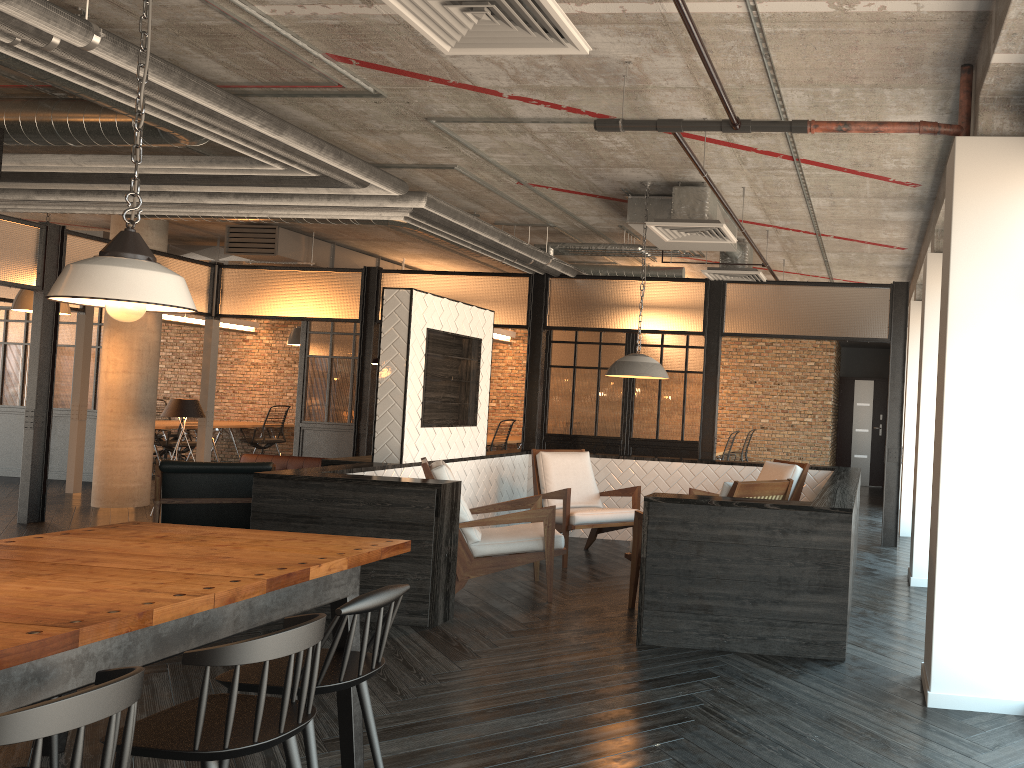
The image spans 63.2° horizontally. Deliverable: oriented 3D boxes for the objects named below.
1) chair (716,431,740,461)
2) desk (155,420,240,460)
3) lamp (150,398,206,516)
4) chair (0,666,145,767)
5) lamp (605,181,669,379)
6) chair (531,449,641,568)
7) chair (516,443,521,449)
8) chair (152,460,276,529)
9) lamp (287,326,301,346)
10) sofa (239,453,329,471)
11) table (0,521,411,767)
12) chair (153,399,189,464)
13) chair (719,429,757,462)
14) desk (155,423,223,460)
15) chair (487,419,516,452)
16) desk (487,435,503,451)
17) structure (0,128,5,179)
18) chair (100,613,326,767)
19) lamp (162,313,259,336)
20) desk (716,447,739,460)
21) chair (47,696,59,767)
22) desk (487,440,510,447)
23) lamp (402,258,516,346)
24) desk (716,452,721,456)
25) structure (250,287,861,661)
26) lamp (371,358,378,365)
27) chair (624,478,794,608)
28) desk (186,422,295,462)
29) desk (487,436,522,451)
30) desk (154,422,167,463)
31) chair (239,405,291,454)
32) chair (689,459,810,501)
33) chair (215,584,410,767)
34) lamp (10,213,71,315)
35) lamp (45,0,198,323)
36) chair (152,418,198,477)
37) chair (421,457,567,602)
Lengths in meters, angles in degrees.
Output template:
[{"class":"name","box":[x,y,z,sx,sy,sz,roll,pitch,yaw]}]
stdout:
[{"class":"chair","box":[2.695,1.142,11.236,0.661,1.063,0.738,3,-1,16]},{"class":"desk","box":[-5.323,0.986,13.908,0.748,0.720,1.765,2,-1,21]},{"class":"lamp","box":[-3.236,0.756,8.772,0.955,1.179,0.478,4,-1,-27]},{"class":"chair","box":[-1.024,0.945,1.642,0.422,0.737,0.398,3,-1,15]},{"class":"lamp","box":[1.030,-0.825,6.572,0.460,1.545,0.559,3,-1,24]},{"class":"chair","box":[0.600,1.045,7.222,0.833,0.907,0.799,4,-2,-34]},{"class":"chair","box":[0.346,1.070,13.248,0.661,1.063,0.738,3,-1,16]},{"class":"chair","box":[-2.224,0.950,6.369,0.839,0.795,0.907,3,-1,-18]},{"class":"lamp","box":[-2.892,-1.295,11.787,0.501,1.503,0.389,4,-1,-23]},{"class":"sofa","box":[-2.249,1.069,8.480,1.546,0.637,0.706,3,-1,10]},{"class":"table","box":[-1.747,0.877,1.304,1.108,0.792,4.030,2,-1,22]},{"class":"chair","box":[-5.761,0.793,13.928,0.661,1.063,0.738,3,-1,16]},{"class":"chair","box":[3.405,1.208,12.878,0.661,1.063,0.738,3,-1,16]},{"class":"desk","box":[-5.259,0.956,12.193,0.748,0.720,1.765,2,-1,21]},{"class":"chair","box":[-0.364,1.004,11.607,0.661,1.063,0.738,3,-1,16]},{"class":"desk","box":[-0.844,1.188,13.365,0.748,0.720,1.765,2,-1,21]},{"class":"structure","box":[-7.065,-0.334,2.392,5.790,2.742,5.837,2,-1,15]},{"class":"chair","box":[-0.752,0.968,2.138,0.422,0.737,0.398,3,-1,15]},{"class":"lamp","box":[-5.205,-1.343,12.993,0.277,0.857,3.669,3,-1,23]},{"class":"desk","box":[2.981,1.360,12.902,0.748,0.720,1.765,2,-1,21]},{"class":"chair","box":[-1.739,0.931,2.673,0.422,0.737,0.398,3,-1,15]},{"class":"desk","box":[-0.780,1.158,11.651,0.748,0.720,1.765,2,-1,21]},{"class":"lamp","box":[-0.727,-1.141,12.450,0.277,0.857,3.669,3,-1,23]},{"class":"desk","box":[2.280,1.296,11.280,0.748,0.720,1.765,2,-1,21]},{"class":"structure","box":[0.773,0.436,6.583,3.754,2.115,3.946,2,-1,16]},{"class":"lamp","box":[-0.964,-0.199,6.442,0.254,0.171,0.173,3,-1,-19]},{"class":"chair","box":[1.318,1.046,5.494,0.836,0.907,0.795,4,-2,-39]},{"class":"desk","box":[-4.558,1.020,13.815,0.748,0.720,1.765,2,-1,21]},{"class":"desk","box":[-0.078,1.222,13.273,0.748,0.720,1.765,2,-1,21]},{"class":"desk","box":[-6.025,0.921,12.286,0.748,0.720,1.765,2,-1,21]},{"class":"chair","box":[-4.134,0.868,13.790,0.661,1.063,0.738,3,-1,16]},{"class":"chair","box":[2.010,1.110,7.144,1.069,0.907,0.625,3,-1,-26]},{"class":"chair","box":[-0.628,0.988,2.590,0.440,0.726,0.398,3,-1,14]},{"class":"lamp","box":[-4.505,-1.443,8.057,0.501,1.503,0.389,4,-1,-23]},{"class":"lamp","box":[-1.114,-1.052,2.516,0.316,1.737,0.416,2,-2,35]},{"class":"chair","box":[-4.844,0.802,12.149,0.661,1.063,0.738,3,-1,16]},{"class":"chair","box":[-0.147,0.980,5.707,1.037,0.907,0.649,3,-1,-17]}]
